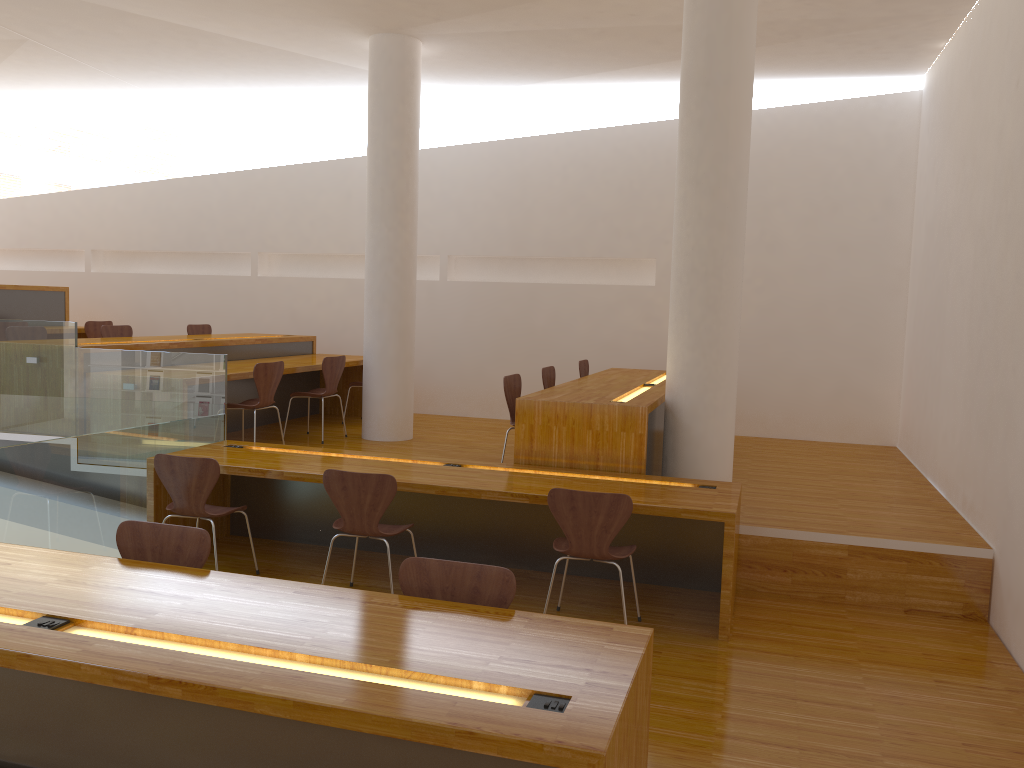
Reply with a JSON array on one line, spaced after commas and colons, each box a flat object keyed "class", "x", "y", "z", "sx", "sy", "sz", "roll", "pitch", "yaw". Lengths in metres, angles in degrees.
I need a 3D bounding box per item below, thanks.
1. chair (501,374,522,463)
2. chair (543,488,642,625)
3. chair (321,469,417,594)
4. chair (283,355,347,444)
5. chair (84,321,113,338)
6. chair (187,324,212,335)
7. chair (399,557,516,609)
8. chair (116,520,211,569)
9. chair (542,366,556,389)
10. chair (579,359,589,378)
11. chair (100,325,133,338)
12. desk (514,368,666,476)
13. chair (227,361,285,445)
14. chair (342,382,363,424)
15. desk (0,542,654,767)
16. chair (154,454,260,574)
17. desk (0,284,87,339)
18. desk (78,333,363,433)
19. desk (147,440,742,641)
[{"class": "chair", "x": 0.151, "y": 0.296, "z": 5.766, "sx": 0.381, "sy": 0.693, "sz": 0.428, "roll": 3, "pitch": 5, "yaw": 16}, {"class": "chair", "x": 0.387, "y": 0.811, "z": 4.172, "sx": 0.428, "sy": 0.693, "sz": 0.381, "roll": 3, "pitch": 5, "yaw": 16}, {"class": "chair", "x": -0.697, "y": 0.752, "z": 4.447, "sx": 0.428, "sy": 0.693, "sz": 0.381, "roll": 3, "pitch": 5, "yaw": 16}, {"class": "chair", "x": -1.612, "y": 0.108, "z": 7.287, "sx": 0.381, "sy": 0.693, "sz": 0.428, "roll": 3, "pitch": 5, "yaw": 16}, {"class": "chair", "x": -4.370, "y": -0.306, "z": 9.099, "sx": 0.381, "sy": 0.693, "sz": 0.428, "roll": 3, "pitch": 5, "yaw": 16}, {"class": "chair", "x": -2.972, "y": -0.241, "z": 8.832, "sx": 0.381, "sy": 0.693, "sz": 0.428, "roll": 3, "pitch": 5, "yaw": 16}, {"class": "chair", "x": -0.230, "y": 0.920, "z": 2.663, "sx": 0.428, "sy": 0.693, "sz": 0.381, "roll": 3, "pitch": 5, "yaw": 16}, {"class": "chair", "x": -1.292, "y": 0.856, "z": 3.011, "sx": 0.428, "sy": 0.693, "sz": 0.381, "roll": 3, "pitch": 5, "yaw": 16}, {"class": "chair", "x": 0.425, "y": 0.225, "z": 6.695, "sx": 0.381, "sy": 0.693, "sz": 0.428, "roll": 3, "pitch": 5, "yaw": 16}, {"class": "chair", "x": 0.778, "y": 0.146, "z": 7.755, "sx": 0.381, "sy": 0.693, "sz": 0.428, "roll": 3, "pitch": 5, "yaw": 16}, {"class": "chair", "x": -3.325, "y": -0.162, "z": 7.772, "sx": 0.381, "sy": 0.693, "sz": 0.428, "roll": 3, "pitch": 5, "yaw": 16}, {"class": "desk", "x": 0.825, "y": 0.289, "z": 6.556, "sx": 0.760, "sy": 0.606, "sz": 3.185, "roll": 3, "pitch": 5, "yaw": 16}, {"class": "chair", "x": -1.887, "y": 0.179, "z": 6.358, "sx": 0.381, "sy": 0.693, "sz": 0.428, "roll": 3, "pitch": 5, "yaw": 16}, {"class": "chair", "x": -1.333, "y": 0.025, "z": 8.368, "sx": 0.381, "sy": 0.693, "sz": 0.428, "roll": 3, "pitch": 5, "yaw": 16}, {"class": "desk", "x": -1.342, "y": 1.111, "z": 2.406, "sx": 3.236, "sy": 0.918, "sz": 1.285, "roll": 3, "pitch": 5, "yaw": 16}, {"class": "chair", "x": -1.628, "y": 0.699, "z": 4.718, "sx": 0.428, "sy": 0.693, "sz": 0.381, "roll": 3, "pitch": 5, "yaw": 16}, {"class": "desk", "x": -5.319, "y": -0.419, "z": 8.039, "sx": 1.248, "sy": 1.022, "sz": 3.216, "roll": 3, "pitch": 5, "yaw": 16}, {"class": "desk", "x": -2.418, "y": 0.023, "z": 7.456, "sx": 1.527, "sy": 0.785, "sz": 3.243, "roll": 3, "pitch": 5, "yaw": 16}, {"class": "desk", "x": -0.407, "y": 0.773, "z": 4.873, "sx": 3.185, "sy": 0.606, "sz": 0.760, "roll": 3, "pitch": 5, "yaw": 16}]
